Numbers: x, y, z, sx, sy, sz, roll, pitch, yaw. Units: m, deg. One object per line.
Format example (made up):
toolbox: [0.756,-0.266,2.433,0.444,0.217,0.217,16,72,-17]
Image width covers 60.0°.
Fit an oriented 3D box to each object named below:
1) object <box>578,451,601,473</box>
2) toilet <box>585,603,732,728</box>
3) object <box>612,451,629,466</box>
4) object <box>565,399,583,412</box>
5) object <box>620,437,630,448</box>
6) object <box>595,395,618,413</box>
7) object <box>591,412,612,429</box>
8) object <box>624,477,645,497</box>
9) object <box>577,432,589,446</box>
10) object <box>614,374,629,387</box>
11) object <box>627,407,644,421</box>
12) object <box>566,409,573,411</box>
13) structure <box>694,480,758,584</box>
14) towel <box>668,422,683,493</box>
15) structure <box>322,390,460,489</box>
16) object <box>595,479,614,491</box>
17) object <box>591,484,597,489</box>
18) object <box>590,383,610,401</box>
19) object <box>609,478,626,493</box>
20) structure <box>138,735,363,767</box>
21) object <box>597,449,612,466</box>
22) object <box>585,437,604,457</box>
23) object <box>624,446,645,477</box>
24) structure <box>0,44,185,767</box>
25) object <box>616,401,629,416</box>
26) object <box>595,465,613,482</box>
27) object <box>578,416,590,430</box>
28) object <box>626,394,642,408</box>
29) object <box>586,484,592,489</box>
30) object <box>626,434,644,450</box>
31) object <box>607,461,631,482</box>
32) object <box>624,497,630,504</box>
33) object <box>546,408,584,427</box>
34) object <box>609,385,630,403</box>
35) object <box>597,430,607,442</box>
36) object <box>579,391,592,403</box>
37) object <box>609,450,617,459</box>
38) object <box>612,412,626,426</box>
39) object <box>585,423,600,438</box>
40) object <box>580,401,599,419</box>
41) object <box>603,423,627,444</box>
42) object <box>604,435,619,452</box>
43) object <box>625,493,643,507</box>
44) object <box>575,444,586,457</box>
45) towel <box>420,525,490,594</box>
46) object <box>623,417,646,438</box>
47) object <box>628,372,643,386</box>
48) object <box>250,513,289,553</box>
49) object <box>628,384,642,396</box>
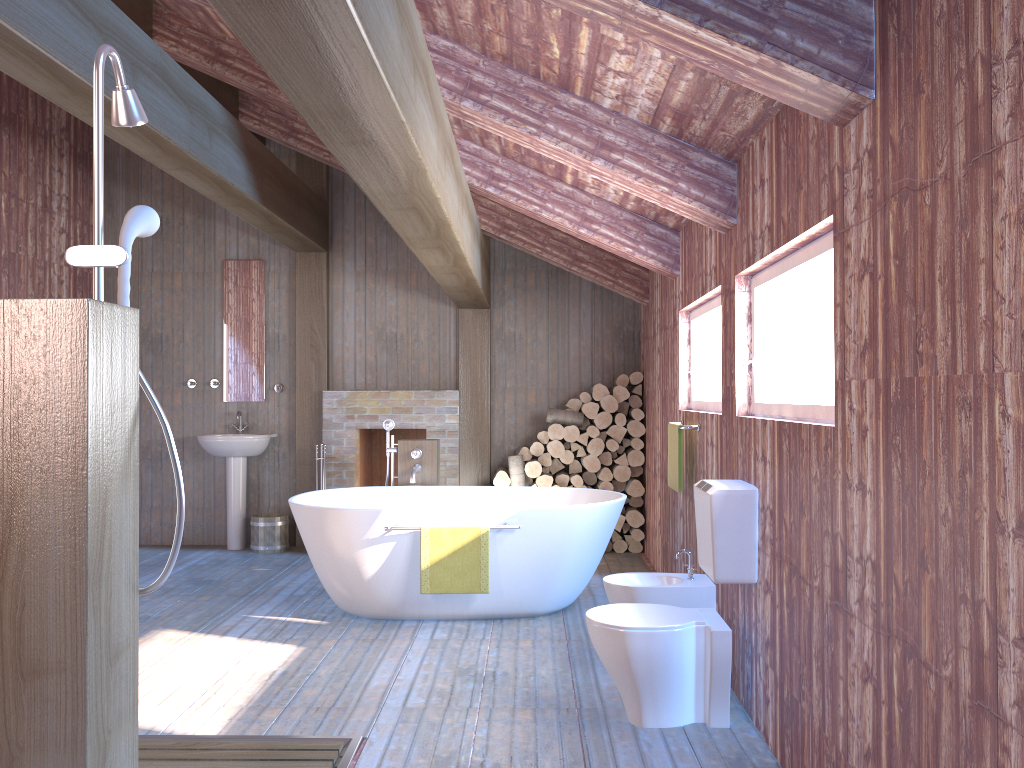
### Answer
object: [0.623,0.626,7.168,0.141,0.143,0.437,0,-1,0]
toilet: [0.556,1.102,3.473,0.534,0.400,0.375,0,-1,2]
object: [0.865,0.590,7.164,0.115,0.112,0.423,0,-1,2]
object: [0.507,0.180,7.274,0.140,0.121,0.319,0,-1,3]
object: [0.929,0.470,7.209,0.088,0.092,0.280,0,-1,2]
object: [0.761,0.158,7.173,0.141,0.143,0.437,0,-1,0]
object: [0.722,0.295,7.172,0.143,0.151,0.440,0,-1,2]
object: [0.970,0.822,7.179,0.139,0.137,0.455,0,-1,0]
object: [0.554,0.444,7.169,0.109,0.124,0.424,0,-1,1]
object: [0.888,-0.016,7.207,0.104,0.121,0.270,0,-1,2]
object: [0.993,0.237,7.166,0.102,0.109,0.438,0,-1,2]
object: [0.454,0.265,7.273,0.113,0.130,0.291,0,-1,2]
structure: [0.831,0.567,3.468,0.182,0.363,0.358,0,-1,2]
towel: [0.887,0.394,4.818,0.032,0.361,0.370,0,-1,2]
structure: [-0.994,0.714,7.378,1.130,1.330,0.226,0,-1,1]
object: [0.741,0.824,7.134,0.116,0.117,0.289,0,-1,-1]
object: [0.650,0.880,7.162,0.115,0.112,0.423,0,-1,2]
object: [0.710,0.067,7.193,0.135,0.139,0.456,0,-1,2]
object: [0.856,0.825,7.261,0.118,0.106,0.319,0,-1,-1]
structure: [-1.055,1.315,2.765,1.000,0.067,1.000,0,-1,1]
object: [0.738,0.589,7.153,0.111,0.118,0.302,0,-1,1]
object: [0.666,0.502,7.170,0.136,0.157,0.439,0,-1,2]
object: [0.980,0.635,7.170,0.137,0.256,0.439,0,-1,2]
structure: [-1.050,0.194,2.237,0.328,2.209,0.522,-1,-1,22]
object: [0.885,0.199,7.270,0.132,0.119,0.319,0,-1,3]
object: [0.738,0.716,7.140,0.114,0.113,0.301,0,-1,-1]
object: [0.574,0.312,7.271,0.121,0.124,0.291,0,-1,2]
object: [0.991,0.142,7.204,0.107,0.115,0.269,0,-1,2]
object: [0.620,0.845,7.151,0.054,0.056,0.146,0,-1,2]
object: [0.990,0.469,7.163,0.102,0.109,0.438,0,-1,2]
object: [0.865,0.707,7.170,0.137,0.133,0.437,0,-1,0]
object: [0.905,0.936,7.207,0.088,0.092,0.280,0,-1,1]
object: [0.423,0.267,7.076,0.302,0.157,0.121,0,-1,2]
object: [0.869,0.082,7.192,0.133,0.142,0.456,0,-1,2]
object: [0.717,0.420,7.148,0.095,0.090,0.278,0,-1,3]
object: [0.590,0.107,7.166,0.094,0.097,0.227,0,-1,2]
object: [0.808,0.562,7.152,0.065,0.069,0.177,0,-1,1]
object: [0.861,0.281,7.167,0.089,0.106,0.437,0,-1,2]
object: [0.643,0.373,7.168,0.102,0.109,0.438,0,-1,2]
object: [0.624,0.206,7.192,0.139,0.148,0.458,0,-1,2]
object: [0.830,0.399,7.196,0.172,0.151,0.482,0,-1,2]
object: [0.794,0.480,7.165,0.102,0.109,0.438,0,-1,2]
object: [0.987,0.929,7.211,0.114,0.113,0.301,0,-1,-1]
object: [0.559,0.534,7.175,0.085,0.096,0.280,0,-1,2]
towel: [-0.302,0.935,4.719,0.370,0.361,0.032,0,-1,-2]
object: [0.981,0.350,7.168,0.147,0.152,0.439,0,-1,2]
object: [0.995,-0.040,7.207,0.112,0.113,0.271,0,-1,1]
object: [-1.974,1.214,7.229,0.309,0.290,0.308,0,-1,11]
object: [1.000,0.046,7.221,0.081,0.100,0.281,0,-1,1]
